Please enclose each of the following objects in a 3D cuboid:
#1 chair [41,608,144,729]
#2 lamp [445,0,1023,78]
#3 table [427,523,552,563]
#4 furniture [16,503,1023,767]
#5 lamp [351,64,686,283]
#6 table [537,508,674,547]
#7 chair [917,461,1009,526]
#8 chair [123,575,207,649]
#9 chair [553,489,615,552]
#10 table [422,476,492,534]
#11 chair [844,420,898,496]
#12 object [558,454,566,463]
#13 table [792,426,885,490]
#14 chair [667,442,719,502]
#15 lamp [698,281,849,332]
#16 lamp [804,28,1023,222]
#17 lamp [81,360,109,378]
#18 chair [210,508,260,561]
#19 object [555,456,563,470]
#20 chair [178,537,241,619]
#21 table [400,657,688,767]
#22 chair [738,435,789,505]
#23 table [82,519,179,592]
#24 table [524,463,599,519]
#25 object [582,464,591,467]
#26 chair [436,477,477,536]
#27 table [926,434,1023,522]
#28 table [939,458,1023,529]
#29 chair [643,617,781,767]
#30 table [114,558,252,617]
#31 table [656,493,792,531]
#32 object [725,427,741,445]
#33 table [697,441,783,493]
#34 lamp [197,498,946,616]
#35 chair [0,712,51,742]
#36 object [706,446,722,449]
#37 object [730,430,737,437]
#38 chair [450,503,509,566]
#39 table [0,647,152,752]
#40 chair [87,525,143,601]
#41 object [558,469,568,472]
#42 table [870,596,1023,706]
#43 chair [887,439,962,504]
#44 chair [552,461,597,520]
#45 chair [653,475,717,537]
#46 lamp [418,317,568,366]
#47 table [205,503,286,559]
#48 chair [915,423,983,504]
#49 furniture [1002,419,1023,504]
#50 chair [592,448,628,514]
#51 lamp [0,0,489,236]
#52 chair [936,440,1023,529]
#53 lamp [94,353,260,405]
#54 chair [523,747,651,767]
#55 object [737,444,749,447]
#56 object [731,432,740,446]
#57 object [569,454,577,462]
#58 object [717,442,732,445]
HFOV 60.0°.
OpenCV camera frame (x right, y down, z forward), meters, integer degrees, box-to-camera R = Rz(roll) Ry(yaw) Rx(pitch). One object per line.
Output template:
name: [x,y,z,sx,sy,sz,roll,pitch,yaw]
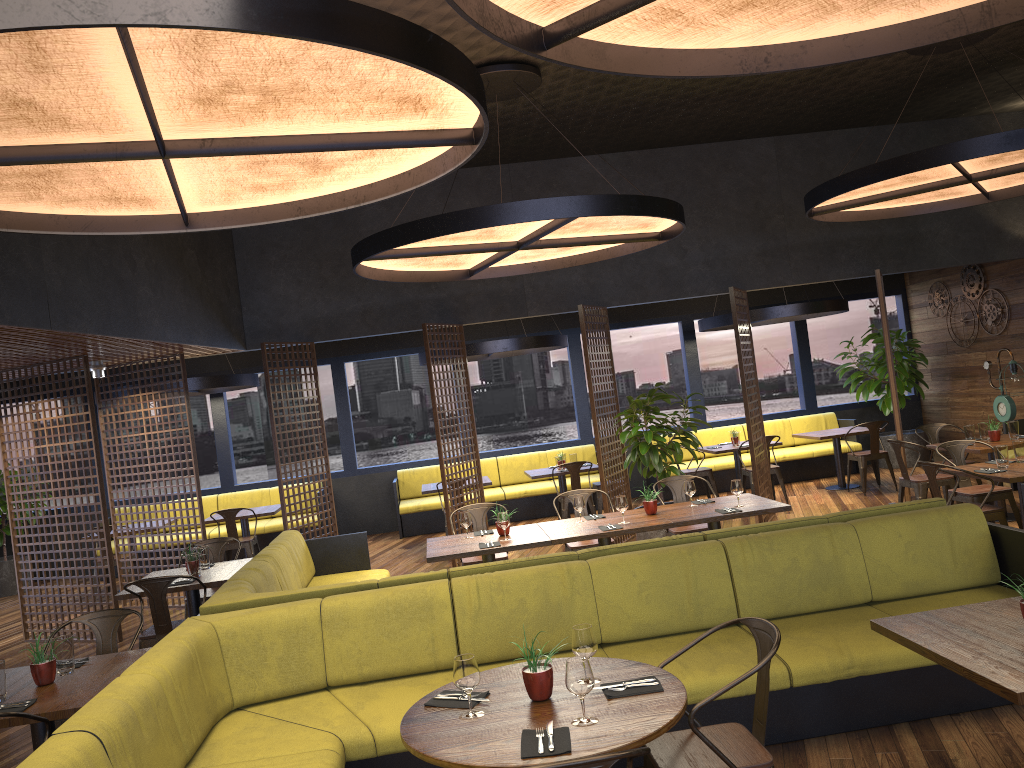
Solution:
chair: [-2.247,1.742,4.820,0.504,0.917,0.541,-7,0,-5]
lamp: [1.047,-2.004,2.191,2.778,1.475,2.778,-8,-1,44]
table: [-0.156,1.570,6.800,0.906,0.763,0.887,-7,0,-6]
furniture: [0.437,1.398,4.039,4.895,0.914,7.462,-7,0,-10]
lamp: [-0.032,-1.828,7.477,2.778,1.475,2.778,-7,0,-5]
table: [0.740,1.457,6.885,0.906,0.763,0.887,-7,0,-6]
chair: [3.526,1.023,6.924,0.541,0.917,0.504,-7,0,-5]
chair: [-2.403,1.772,6.273,0.504,0.917,0.541,-7,0,-5]
chair: [0.663,1.392,7.656,0.504,0.917,0.541,-7,0,-5]
table: [-0.684,1.672,11.545,0.887,0.763,0.906,-7,0,-6]
chair: [4.570,0.923,11.342,0.504,0.917,0.541,-7,0,-5]
object: [0.678,1.026,11.866,0.102,0.178,0.102,-7,0,-20]
table: [4.452,1.023,12.032,0.887,0.763,0.906,-7,0,-6]
chair: [2.417,1.201,11.889,0.541,0.917,0.504,-7,0,-5]
lamp: [3.426,-1.929,12.140,1.979,2.172,1.979,-7,0,-20]
lamp: [3.940,-2.408,7.775,2.778,1.362,2.778,-7,-1,-41]
lamp: [-4.281,-0.153,9.162,0.228,0.172,0.228,-7,0,-5]
chair: [-3.279,1.915,10.598,0.504,0.917,0.541,-7,0,-5]
object: [0.616,1.031,11.512,0.102,0.178,0.102,-7,0,-20]
chair: [-2.516,1.795,7.494,0.504,0.917,0.541,-7,0,-5]
table: [0.156,1.503,3.126,1.007,0.760,1.007,-8,0,32]
chair: [3.157,1.101,11.209,0.504,0.917,0.541,-7,0,-5]
table: [-4.734,2.184,11.161,0.887,0.763,0.906,-7,0,-6]
table: [0.699,1.497,11.680,0.906,0.763,0.887,-7,0,-6]
object: [0.970,1.068,11.693,0.157,0.019,0.255,-7,0,-6]
chair: [-0.629,1.580,10.850,0.504,0.917,0.541,-7,0,-5]
table: [4.838,0.950,8.818,0.887,0.763,0.906,-7,0,-6]
table: [4.124,1.028,7.054,0.887,0.763,0.906,-7,0,-6]
chair: [0.736,1.350,3.186,0.541,0.917,0.504,-7,0,-5]
table: [-2.427,1.859,6.888,0.887,0.763,0.906,-7,0,-6]
table: [1.632,1.344,6.975,0.906,0.763,0.887,-7,0,-6]
object: [2.981,0.686,11.908,0.238,0.271,0.260,-7,0,16]
table: [3.070,1.197,11.904,0.906,0.763,0.887,-7,0,-6]
lamp: [-2.037,0.822,6.240,9.057,2.714,3.017,-7,0,-5]
chair: [-2.133,1.718,3.579,0.504,0.917,0.541,-7,0,-5]
object: [2.707,0.848,11.906,0.157,0.019,0.255,-7,0,-6]
object: [3.029,0.728,12.087,0.102,0.178,0.102,-7,0,-20]
chair: [-0.232,1.506,7.571,0.504,0.917,0.541,-7,0,-5]
table: [-2.174,1.807,4.200,0.887,0.763,0.906,-7,0,-6]
chair: [-4.691,2.094,10.464,0.504,0.917,0.541,-7,0,-5]
object: [0.691,1.101,11.358,0.255,0.019,0.157,-7,0,-6]
table: [1.981,1.272,3.188,0.887,0.763,0.906,-7,0,-6]
chair: [4.061,0.968,8.766,0.541,0.917,0.504,-7,0,-5]
chair: [0.783,1.402,10.983,0.504,0.917,0.541,-7,0,-5]
chair: [1.553,1.280,7.740,0.504,0.917,0.541,-7,0,-5]
lamp: [-0.375,-1.446,11.780,1.979,2.172,1.979,-8,-1,40]
table: [-3.351,2.010,11.292,0.887,0.763,0.906,-7,0,-6]
chair: [4.712,0.892,9.577,0.504,0.917,0.541,-7,0,-5]
furniture: [5.042,0.839,7.783,3.378,0.916,4.755,-7,0,-5]
chair: [1.321,1.339,11.724,0.541,0.917,0.504,-7,0,-5]
lamp: [-1.569,-1.660,3.773,2.778,1.475,2.778,-7,0,-1]
chair: [4.060,0.961,7.736,0.504,0.917,0.541,-7,0,-5]
lamp: [-4.401,-0.937,11.398,1.979,2.172,1.979,-7,0,1]
chair: [0.171,1.417,2.510,0.504,0.917,0.541,-7,0,-5]
object: [3.042,0.803,11.580,0.255,0.019,0.157,-7,0,-6]
object: [2.967,0.734,11.733,0.102,0.178,0.102,-7,0,-20]
object: [0.809,1.007,11.627,0.102,0.178,0.102,-7,0,-20]
object: [2.974,0.817,12.239,0.255,0.019,0.157,-7,0,-6]
